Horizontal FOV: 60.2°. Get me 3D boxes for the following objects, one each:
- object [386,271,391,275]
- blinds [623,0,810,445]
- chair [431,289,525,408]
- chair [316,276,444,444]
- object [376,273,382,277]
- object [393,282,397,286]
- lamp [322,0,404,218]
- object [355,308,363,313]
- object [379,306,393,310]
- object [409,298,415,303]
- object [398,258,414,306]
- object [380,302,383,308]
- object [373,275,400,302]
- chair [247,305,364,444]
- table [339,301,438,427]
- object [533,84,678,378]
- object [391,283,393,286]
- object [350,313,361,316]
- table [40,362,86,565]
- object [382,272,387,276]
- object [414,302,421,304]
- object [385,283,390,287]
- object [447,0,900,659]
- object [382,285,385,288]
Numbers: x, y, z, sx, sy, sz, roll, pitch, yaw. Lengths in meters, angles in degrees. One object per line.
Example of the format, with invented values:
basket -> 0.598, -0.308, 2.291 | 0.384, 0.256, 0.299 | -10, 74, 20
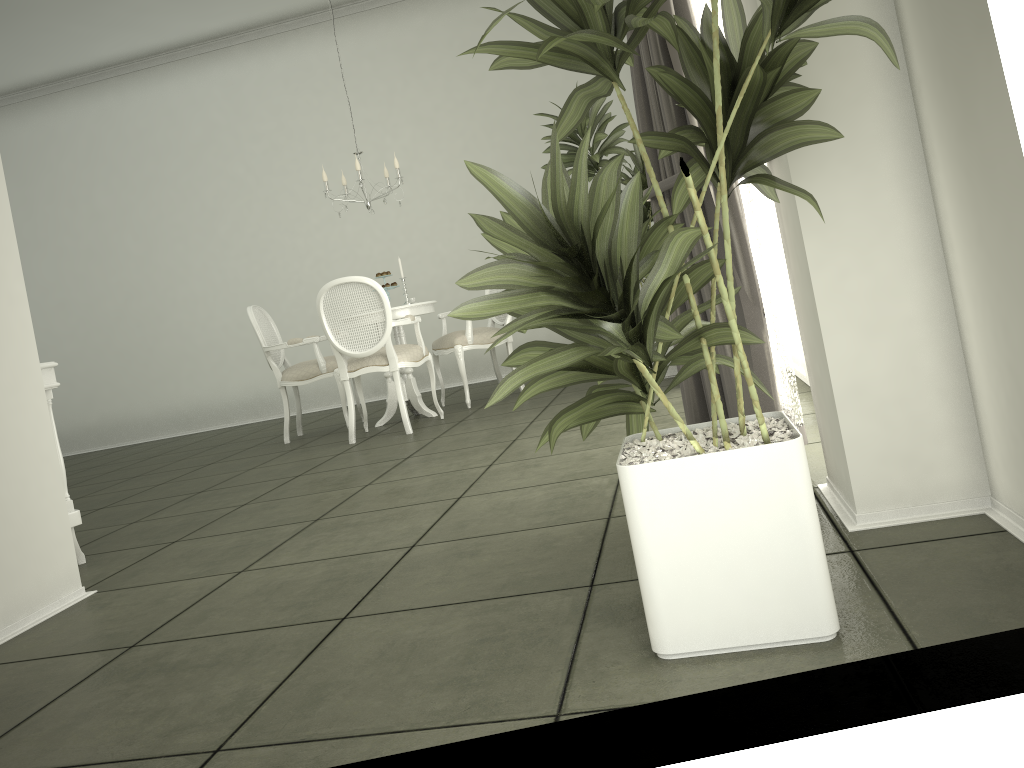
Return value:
object -> -0.914, -0.820, 6.534 | 0.039, 0.032, 0.040 | -9, 3, 32
blinds -> 0.889, -1.161, 3.989 | 0.658, 2.600, 3.682 | -11, 3, 11
chair -> -0.260, -0.402, 6.880 | 0.695, 1.064, 0.591 | -11, 1, -24
chair -> -0.907, -0.192, 5.895 | 0.593, 1.064, 0.693 | -11, 1, 11
object -> -0.980, -0.805, 6.510 | 0.039, 0.032, 0.040 | -10, 3, 17
object -> -0.866, -0.738, 6.527 | 0.040, 0.032, 0.039 | -13, 3, -38
lamp -> -1.299, -2.468, 6.559 | 0.596, 2.439, 0.590 | -11, 0, -12
object -> -1.162, -0.541, 6.672 | 0.077, 0.049, 0.063 | -10, 3, 21
object -> -0.915, -0.540, 6.326 | 0.118, 0.016, 0.119 | -11, 5, 1
object -> -0.769, -0.625, 6.703 | 0.078, 0.049, 0.062 | -11, 3, -9
object -> -0.788, -0.750, 6.402 | 0.088, 0.365, 0.087 | -11, 0, -12
object -> -0.914, -0.564, 6.321 | 0.077, 0.049, 0.063 | -8, 4, 43
object -> -0.928, -0.676, 6.540 | 0.209, 0.249, 0.213 | -9, 2, 43
chair -> -1.569, -0.135, 6.722 | 0.690, 1.064, 0.596 | -11, 1, 1
table -> -0.843, -0.144, 6.551 | 0.738, 0.830, 0.743 | -11, 2, 8
object -> 0.908, -1.096, 6.183 | 1.032, 2.097, 1.171 | -11, 1, 29
object -> -0.891, -0.740, 6.596 | 0.040, 0.032, 0.039 | -12, 3, -28
object -> -1.153, -0.510, 6.520 | 0.118, 0.016, 0.119 | -11, 5, 1
table -> -2.092, 0.384, 3.374 | 0.696, 0.806, 0.434 | -11, 1, 11
object -> -0.940, -0.812, 6.502 | 0.040, 0.032, 0.039 | -13, 3, -33
object -> -0.757, -0.603, 6.704 | 0.118, 0.016, 0.119 | -10, 5, 11
object -> -0.913, -0.724, 6.471 | 0.039, 0.032, 0.040 | -9, 3, 32
object -> 0.267, -0.583, 1.679 | 1.032, 2.097, 1.171 | -11, 1, 29
object -> -0.961, -0.727, 6.609 | 0.040, 0.032, 0.039 | -12, 3, -28
